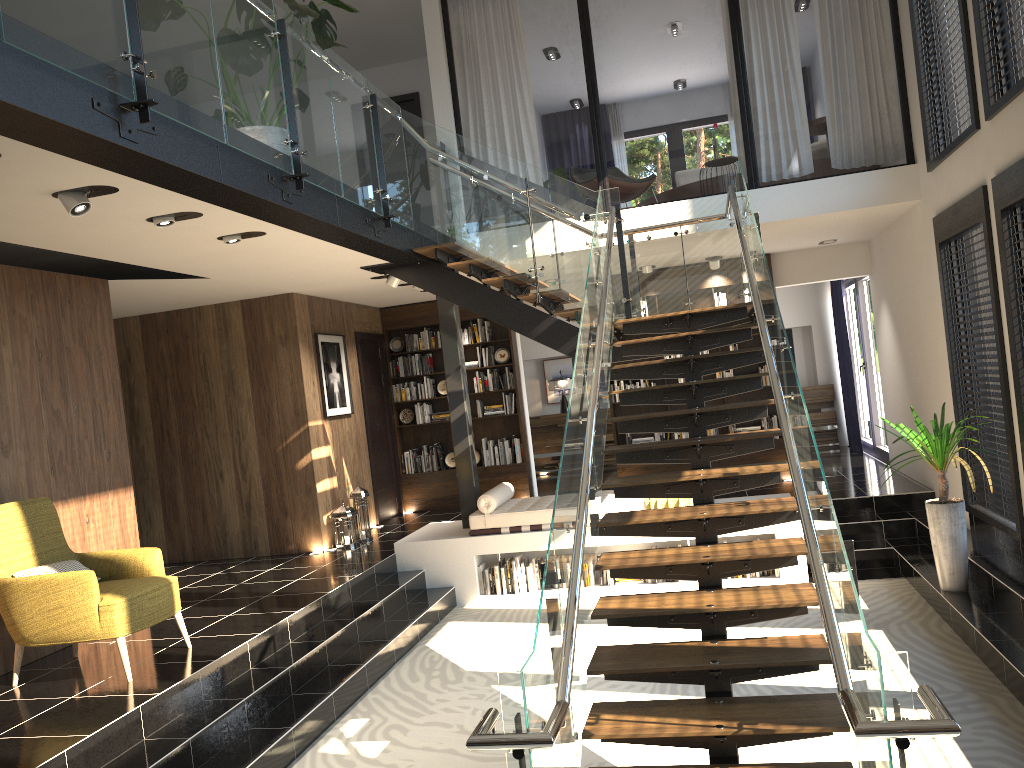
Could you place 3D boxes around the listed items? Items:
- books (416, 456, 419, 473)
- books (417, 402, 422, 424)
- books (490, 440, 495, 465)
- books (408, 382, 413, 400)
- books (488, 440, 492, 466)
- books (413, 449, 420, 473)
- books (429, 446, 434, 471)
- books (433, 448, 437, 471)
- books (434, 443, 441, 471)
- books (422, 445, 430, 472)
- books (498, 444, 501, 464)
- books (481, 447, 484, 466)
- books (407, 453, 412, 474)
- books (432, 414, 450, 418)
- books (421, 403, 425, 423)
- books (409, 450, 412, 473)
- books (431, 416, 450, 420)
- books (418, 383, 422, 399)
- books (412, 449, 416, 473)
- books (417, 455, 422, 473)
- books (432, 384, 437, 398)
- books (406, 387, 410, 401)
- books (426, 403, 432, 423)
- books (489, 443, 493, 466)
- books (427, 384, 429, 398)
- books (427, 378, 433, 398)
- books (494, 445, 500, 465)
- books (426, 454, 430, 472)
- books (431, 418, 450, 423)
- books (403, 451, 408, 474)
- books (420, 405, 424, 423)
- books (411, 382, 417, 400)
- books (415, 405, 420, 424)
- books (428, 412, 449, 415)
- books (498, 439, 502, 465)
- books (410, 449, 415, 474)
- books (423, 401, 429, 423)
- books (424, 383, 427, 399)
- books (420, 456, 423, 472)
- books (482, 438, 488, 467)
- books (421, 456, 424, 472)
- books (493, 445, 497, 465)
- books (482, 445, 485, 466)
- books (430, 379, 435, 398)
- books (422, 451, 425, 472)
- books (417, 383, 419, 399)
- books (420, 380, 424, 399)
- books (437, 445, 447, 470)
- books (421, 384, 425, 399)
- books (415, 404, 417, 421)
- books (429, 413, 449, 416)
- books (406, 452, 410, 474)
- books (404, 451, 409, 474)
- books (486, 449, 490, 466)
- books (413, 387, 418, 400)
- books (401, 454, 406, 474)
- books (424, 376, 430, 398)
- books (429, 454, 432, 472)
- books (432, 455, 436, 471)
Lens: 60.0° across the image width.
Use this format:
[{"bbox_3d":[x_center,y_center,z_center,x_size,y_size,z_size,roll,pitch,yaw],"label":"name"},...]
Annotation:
[{"bbox_3d":[-1.204,1.048,11.648,0.035,0.212,0.159,-6,0,13],"label":"books"},{"bbox_3d":[-1.189,0.379,11.571,0.018,0.275,0.144,-6,0,12],"label":"books"},{"bbox_3d":[-0.241,0.880,11.387,0.019,0.321,0.161,-6,0,13],"label":"books"},{"bbox_3d":[-1.299,0.093,11.614,0.036,0.235,0.169,-6,0,13],"label":"books"},{"bbox_3d":[-0.274,0.886,11.410,0.019,0.317,0.122,-6,0,13],"label":"books"},{"bbox_3d":[-1.240,1.005,11.633,0.020,0.304,0.189,-6,0,13],"label":"books"},{"bbox_3d":[-1.021,0.971,11.562,0.016,0.322,0.218,-6,0,13],"label":"books"},{"bbox_3d":[-0.967,0.973,11.551,0.027,0.304,0.204,-6,0,13],"label":"books"},{"bbox_3d":[-0.953,0.945,11.523,0.019,0.356,0.235,-6,0,13],"label":"books"},{"bbox_3d":[-1.109,0.971,11.564,0.016,0.341,0.217,-6,0,13],"label":"books"},{"bbox_3d":[-0.144,0.900,11.381,0.025,0.260,0.114,-6,0,13],"label":"books"},{"bbox_3d":[-0.361,0.933,11.437,0.023,0.244,0.135,-6,0,13],"label":"books"},{"bbox_3d":[-1.312,1.031,11.623,0.022,0.269,0.216,-6,0,13],"label":"books"},{"bbox_3d":[-0.908,0.415,11.533,0.244,0.033,0.142,-7,0,9],"label":"books"},{"bbox_3d":[-1.133,0.378,11.579,0.024,0.265,0.147,-6,0,12],"label":"books"},{"bbox_3d":[-1.294,1.012,11.624,0.016,0.304,0.217,-6,0,13],"label":"books"},{"bbox_3d":[-0.905,0.442,11.533,0.266,0.021,0.152,-7,0,11],"label":"books"},{"bbox_3d":[-1.178,0.093,11.552,0.016,0.206,0.204,-6,0,13],"label":"books"},{"bbox_3d":[-1.257,1.009,11.644,0.018,0.301,0.195,-6,0,12],"label":"books"},{"bbox_3d":[-1.187,1.043,11.596,0.021,0.217,0.220,-6,0,13],"label":"books"},{"bbox_3d":[-1.007,0.086,11.543,0.015,0.181,0.136,-6,0,12],"label":"books"},{"bbox_3d":[-1.334,0.124,11.608,0.035,0.180,0.164,-6,0,13],"label":"books"},{"bbox_3d":[-1.073,0.377,11.576,0.030,0.253,0.138,-6,0,13],"label":"books"},{"bbox_3d":[-0.254,0.898,11.407,0.019,0.289,0.145,-6,0,13],"label":"books"},{"bbox_3d":[-1.068,0.078,11.557,0.018,0.210,0.157,-6,0,12],"label":"books"},{"bbox_3d":[-1.054,0.051,11.541,0.021,0.260,0.197,-6,0,13],"label":"books"},{"bbox_3d":[-0.177,0.906,11.375,0.037,0.256,0.145,-6,0,13],"label":"books"},{"bbox_3d":[-1.070,1.026,11.596,0.034,0.223,0.208,-6,0,13],"label":"books"},{"bbox_3d":[-0.902,0.468,11.531,0.262,0.032,0.154,-7,0,15],"label":"books"},{"bbox_3d":[-1.371,1.029,11.683,0.032,0.288,0.179,-6,0,13],"label":"books"},{"bbox_3d":[-1.158,0.391,11.591,0.032,0.245,0.120,-6,0,13],"label":"books"},{"bbox_3d":[-1.274,0.088,11.587,0.026,0.237,0.164,-6,0,13],"label":"books"},{"bbox_3d":[-1.212,0.391,11.566,0.026,0.257,0.192,-6,0,13],"label":"books"},{"bbox_3d":[-0.917,0.376,11.513,0.292,0.013,0.187,-7,0,15],"label":"books"},{"bbox_3d":[-0.135,0.867,11.353,0.012,0.322,0.177,-6,0,13],"label":"books"},{"bbox_3d":[-1.281,1.009,11.615,0.015,0.306,0.222,-6,0,13],"label":"books"},{"bbox_3d":[-1.109,0.368,11.565,0.032,0.279,0.133,-6,0,13],"label":"books"},{"bbox_3d":[-1.106,0.080,11.575,0.027,0.214,0.159,-6,0,13],"label":"books"},{"bbox_3d":[-1.157,1.045,11.617,0.029,0.207,0.166,-6,0,13],"label":"books"},{"bbox_3d":[-0.336,0.872,11.379,0.017,0.359,0.189,-6,0,13],"label":"books"},{"bbox_3d":[-1.133,1.034,11.601,0.026,0.222,0.209,-6,0,13],"label":"books"},{"bbox_3d":[-0.207,0.912,11.401,0.034,0.250,0.114,-6,0,13],"label":"books"},{"bbox_3d":[-0.342,0.914,11.425,0.024,0.278,0.135,-6,0,13],"label":"books"},{"bbox_3d":[-1.027,0.056,11.557,0.023,0.245,0.133,-6,0,13],"label":"books"},{"bbox_3d":[-1.118,1.002,11.584,0.017,0.282,0.232,-6,0,13],"label":"books"},{"bbox_3d":[-1.205,0.091,11.593,0.053,0.216,0.151,-6,0,12],"label":"books"},{"bbox_3d":[-1.157,0.072,11.574,0.020,0.243,0.154,-6,0,13],"label":"books"},{"bbox_3d":[-0.916,0.961,11.539,0.042,0.315,0.193,-6,0,13],"label":"books"},{"bbox_3d":[-1.135,0.094,11.558,0.025,0.194,0.172,-6,0,13],"label":"books"},{"bbox_3d":[-1.228,0.390,11.606,0.020,0.264,0.152,-6,0,12],"label":"books"},{"bbox_3d":[-0.915,0.391,11.521,0.293,0.016,0.174,-7,0,11],"label":"books"},{"bbox_3d":[-1.331,1.027,11.660,0.030,0.282,0.170,-6,0,13],"label":"books"},{"bbox_3d":[-1.356,1.030,11.647,0.014,0.282,0.232,-6,0,13],"label":"books"},{"bbox_3d":[-0.294,0.940,11.417,0.034,0.215,0.104,-6,0,13],"label":"books"},{"bbox_3d":[-1.242,0.120,11.594,0.026,0.167,0.173,-6,0,13],"label":"books"},{"bbox_3d":[-1.402,1.046,11.684,0.032,0.261,0.194,-6,0,13],"label":"books"},{"bbox_3d":[-1.093,0.044,11.547,0.018,0.284,0.198,-6,0,13],"label":"books"},{"bbox_3d":[-1.036,1.023,11.588,0.036,0.222,0.173,-6,0,13],"label":"books"},{"bbox_3d":[-0.986,1.024,11.577,0.033,0.208,0.192,-6,0,13],"label":"books"}]
